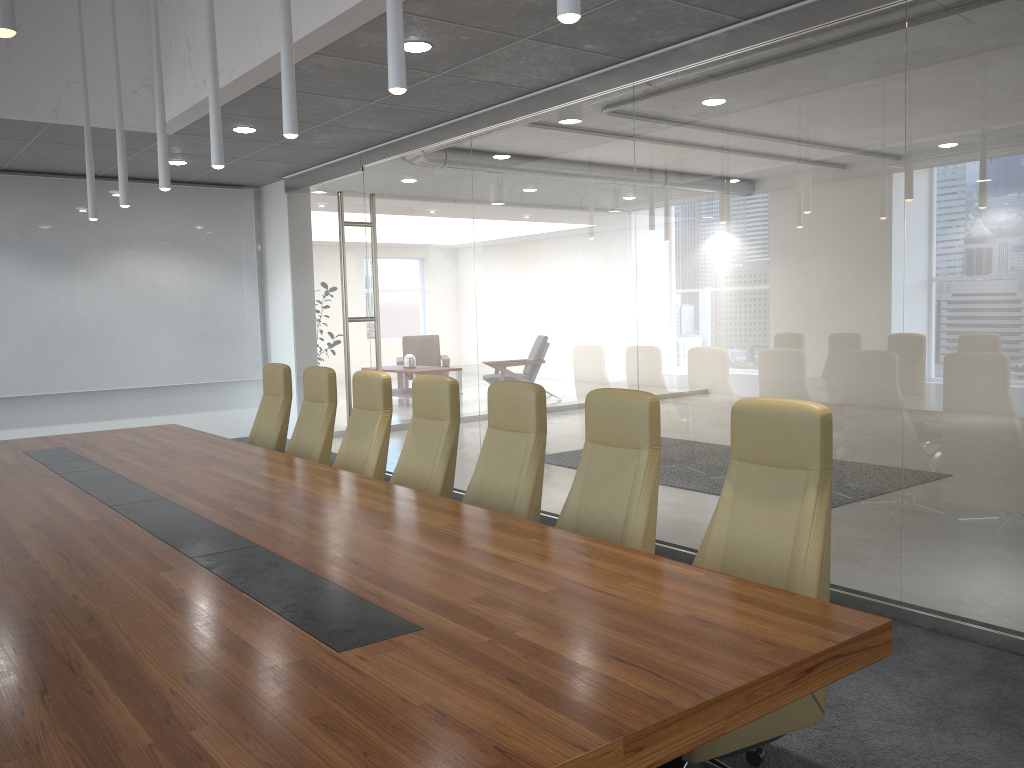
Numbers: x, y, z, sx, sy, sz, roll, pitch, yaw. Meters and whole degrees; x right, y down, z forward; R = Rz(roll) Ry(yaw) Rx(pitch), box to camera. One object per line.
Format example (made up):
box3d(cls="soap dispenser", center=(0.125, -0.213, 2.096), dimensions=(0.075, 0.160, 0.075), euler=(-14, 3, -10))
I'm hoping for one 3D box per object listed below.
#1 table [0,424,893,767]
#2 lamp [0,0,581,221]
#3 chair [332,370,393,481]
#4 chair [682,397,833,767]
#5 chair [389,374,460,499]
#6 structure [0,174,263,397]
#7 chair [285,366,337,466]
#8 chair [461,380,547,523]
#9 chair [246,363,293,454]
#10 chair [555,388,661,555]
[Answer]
box3d(cls="table", center=(-1.820, 1.025, 4.376), dimensions=(2.300, 0.895, 6.500), euler=(-5, 6, -37))
box3d(cls="lamp", center=(-1.912, -2.324, 4.101), dimensions=(2.619, 2.378, 7.258), euler=(-5, 6, -37))
box3d(cls="chair", center=(-1.277, 0.639, 5.780), dimensions=(0.955, 1.406, 0.711), euler=(-5, 6, -37))
box3d(cls="chair", center=(0.726, 0.788, 3.282), dimensions=(0.955, 1.406, 0.711), euler=(-5, 6, -37))
box3d(cls="chair", center=(-0.794, 0.677, 5.150), dimensions=(0.955, 1.406, 0.711), euler=(-5, 6, -37))
box3d(cls="structure", center=(-1.827, -0.734, 4.268), dimensions=(6.600, 2.466, 13.989), euler=(-5, 6, -37))
box3d(cls="chair", center=(-1.769, 0.600, 6.421), dimensions=(0.955, 1.406, 0.711), euler=(-5, 6, -37))
box3d(cls="chair", center=(-0.307, 0.716, 4.516), dimensions=(0.955, 1.406, 0.711), euler=(-5, 6, -37))
box3d(cls="chair", center=(-2.256, 0.561, 7.055), dimensions=(0.955, 1.406, 0.711), euler=(-5, 6, -37))
box3d(cls="chair", center=(0.177, 0.754, 3.885), dimensions=(0.955, 1.406, 0.711), euler=(-5, 6, -37))
